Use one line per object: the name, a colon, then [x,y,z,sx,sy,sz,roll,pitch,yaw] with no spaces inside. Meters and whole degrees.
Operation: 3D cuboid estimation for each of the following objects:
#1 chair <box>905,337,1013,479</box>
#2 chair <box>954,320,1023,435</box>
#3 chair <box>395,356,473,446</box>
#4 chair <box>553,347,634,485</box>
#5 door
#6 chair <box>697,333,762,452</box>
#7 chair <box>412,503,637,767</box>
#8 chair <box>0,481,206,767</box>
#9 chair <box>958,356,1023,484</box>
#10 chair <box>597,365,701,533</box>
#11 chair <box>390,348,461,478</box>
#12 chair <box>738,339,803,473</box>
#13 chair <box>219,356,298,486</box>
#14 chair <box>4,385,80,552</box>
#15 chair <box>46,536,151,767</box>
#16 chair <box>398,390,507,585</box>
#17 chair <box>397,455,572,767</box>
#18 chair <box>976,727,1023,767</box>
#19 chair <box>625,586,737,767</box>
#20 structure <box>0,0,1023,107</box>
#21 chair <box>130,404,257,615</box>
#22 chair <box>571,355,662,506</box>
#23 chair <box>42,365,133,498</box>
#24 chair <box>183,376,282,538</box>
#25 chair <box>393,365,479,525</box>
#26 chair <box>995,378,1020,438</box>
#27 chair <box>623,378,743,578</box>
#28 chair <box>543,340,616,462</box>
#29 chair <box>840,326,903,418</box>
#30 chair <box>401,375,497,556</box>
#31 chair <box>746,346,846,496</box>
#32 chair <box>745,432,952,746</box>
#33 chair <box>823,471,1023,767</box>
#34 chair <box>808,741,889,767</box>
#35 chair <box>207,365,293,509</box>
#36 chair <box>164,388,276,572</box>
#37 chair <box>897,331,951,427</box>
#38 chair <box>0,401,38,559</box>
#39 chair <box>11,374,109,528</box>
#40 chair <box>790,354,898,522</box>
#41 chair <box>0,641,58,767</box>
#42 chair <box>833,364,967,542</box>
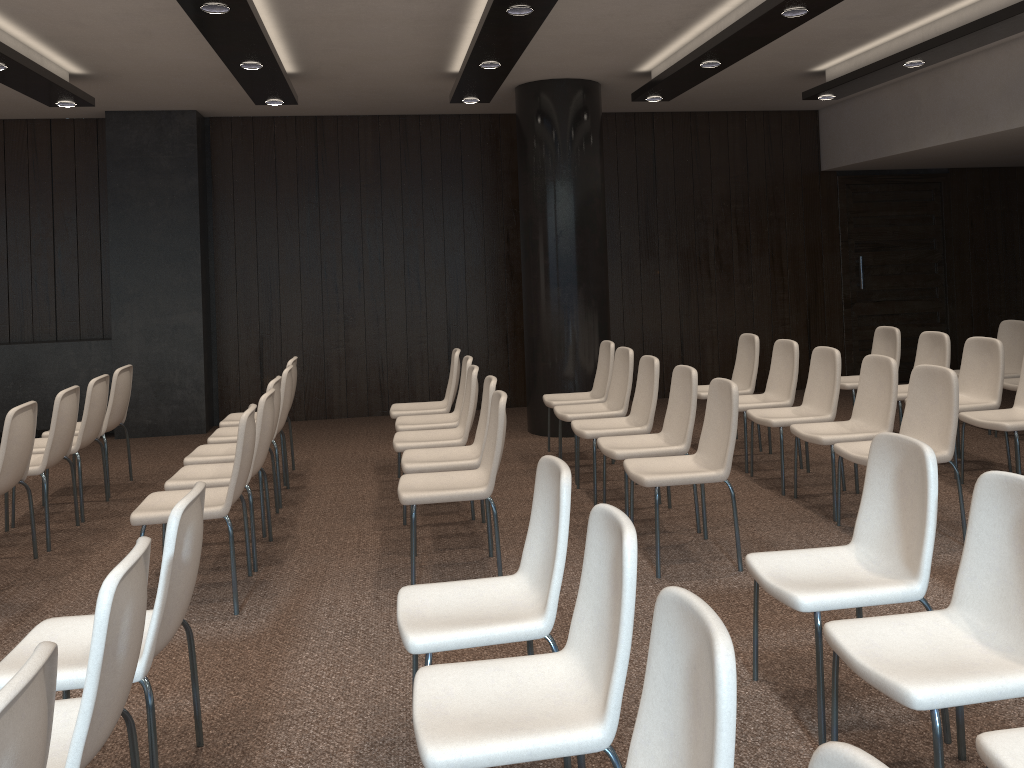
chair: [3.104,0.136,6.117,0.558,0.900,0.532,-2,1,-10]
chair: [4.066,-0.081,7.432,0.558,0.900,0.532,-2,1,-6]
chair: [-0.538,0.269,6.130,0.558,0.900,0.532,-2,1,-7]
chair: [0.601,0.198,6.342,0.558,0.900,0.532,-2,1,-10]
door: [4.428,-1.216,10.121,1.401,2.406,0.268,-2,-1,-9]
chair: [1.705,0.055,7.080,0.558,0.900,0.532,-2,1,-7]
chair: [0.033,0.792,2.176,0.558,0.900,0.532,-2,1,-8]
chair: [-1.197,0.779,2.602,0.558,0.900,0.532,-2,1,-7]
chair: [3.175,0.218,5.500,0.558,0.900,0.532,-2,1,-10]
chair: [0.800,0.358,5.122,0.558,0.900,0.532,-2,1,-8]
chair: [-0.657,0.193,6.719,0.558,0.900,0.532,-2,1,-6]
chair: [1.822,0.133,6.482,0.558,0.900,0.532,-2,1,-8]
chair: [-1.875,0.262,6.548,0.558,0.900,0.532,-2,1,-7]
chair: [-2.887,0.482,5.218,0.558,0.900,0.532,-2,1,-9]
chair: [-1.132,0.856,2.028,0.558,0.900,0.532,-2,1,-9]
chair: [-0.288,0.505,4.354,0.558,0.900,0.532,-2,1,-6]
chair: [-0.084,0.714,2.780,0.558,0.900,0.532,-2,1,-10]
chair: [1.307,0.802,1.759,0.558,0.900,0.532,-2,1,-9]
chair: [0.111,0.873,1.568,0.558,0.900,0.532,-2,1,-7]
structure: [-2.921,-1.805,3.028,13.155,0.230,8.125,-3,8,-9]
chair: [-1.498,0.572,4.190,0.558,0.900,0.532,-2,1,-9]
chair: [0.683,0.280,5.721,0.558,0.900,0.532,-2,1,-7]
chair: [-3.072,0.327,6.394,0.558,0.900,0.532,-2,1,-6]
chair: [-1.681,0.421,5.341,0.558,0.900,0.532,-2,1,-6]
chair: [-0.473,0.349,5.538,0.558,0.900,0.532,-2,1,-7]
chair: [4.134,-0.002,6.839,0.558,0.900,0.532,-2,1,-10]
chair: [0.878,0.439,4.512,0.558,0.900,0.532,-2,1,-6]
chair: [0.536,0.121,6.916,0.558,0.900,0.532,-2,1,-7]
chair: [2.919,-0.019,7.290,0.558,0.900,0.532,-2,1,-6]
chair: [-0.349,0.423,4.967,0.558,0.900,0.532,-2,1,-6]
chair: [1.900,0.214,5.874,0.558,0.900,0.532,-2,1,-7]
chair: [1.117,0.644,2.962,0.558,0.900,0.532,-2,1,-7]
chair: [1.186,0.723,2.365,0.558,0.900,0.532,-2,1,-8]
chair: [0.228,0.948,0.991,0.558,0.900,0.532,-2,1,-8]
chair: [-1.759,0.340,5.951,0.558,0.900,0.532,-2,1,-8]
chair: [-1.563,0.496,4.763,0.558,0.900,0.532,-2,1,-6]
chair: [3.021,0.060,6.687,0.558,0.900,0.532,-2,1,-7]
chair: [-2.816,0.565,4.601,0.558,0.900,0.532,-2,1,-8]
chair: [-2.970,0.406,5.793,0.558,0.900,0.532,-2,1,-8]
chair: [2.017,0.289,5.296,0.558,0.900,0.532,-2,1,-7]
chair: [-1.051,0.938,1.410,0.558,0.900,0.532,-2,1,-8]
chair: [2.082,0.366,4.724,0.558,0.900,0.532,-2,1,-10]
